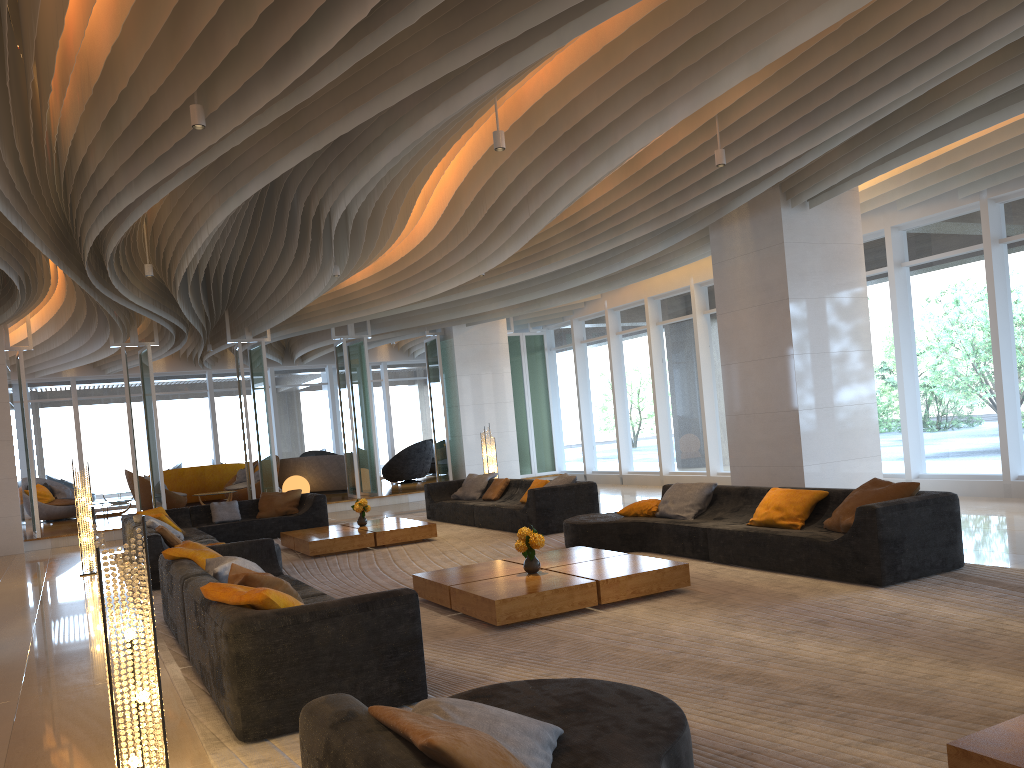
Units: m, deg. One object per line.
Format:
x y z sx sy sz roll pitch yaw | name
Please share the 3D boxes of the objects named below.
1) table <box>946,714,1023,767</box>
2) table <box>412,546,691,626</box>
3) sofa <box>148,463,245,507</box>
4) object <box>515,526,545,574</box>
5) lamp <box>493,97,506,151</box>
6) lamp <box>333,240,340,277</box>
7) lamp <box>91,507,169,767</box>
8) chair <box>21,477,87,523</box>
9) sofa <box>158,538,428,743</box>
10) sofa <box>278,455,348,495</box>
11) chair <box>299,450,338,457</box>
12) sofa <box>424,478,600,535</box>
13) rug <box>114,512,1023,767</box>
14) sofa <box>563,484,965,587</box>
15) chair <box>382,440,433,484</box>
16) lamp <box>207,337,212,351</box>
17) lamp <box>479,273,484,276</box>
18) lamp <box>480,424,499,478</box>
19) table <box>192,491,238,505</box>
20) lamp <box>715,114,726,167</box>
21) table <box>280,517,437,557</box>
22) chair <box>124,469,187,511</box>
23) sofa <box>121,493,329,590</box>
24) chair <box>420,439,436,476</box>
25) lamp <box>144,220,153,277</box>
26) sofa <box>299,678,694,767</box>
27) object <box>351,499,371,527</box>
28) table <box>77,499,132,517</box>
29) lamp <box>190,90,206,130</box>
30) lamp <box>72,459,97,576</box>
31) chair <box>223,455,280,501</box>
2.468 1.149 2.513 1.620 0.220 1.582 -4 -3 -27 | table
0.260 1.556 6.936 1.620 0.220 1.582 -4 -3 -27 | table
-7.302 2.355 20.581 2.598 0.901 1.094 -3 -2 -37 | sofa
0.138 1.260 6.771 0.237 0.377 0.265 -5 0 -5 | object
-0.162 -2.560 6.845 0.088 1.507 0.090 -5 1 36 | lamp
-2.338 -2.147 11.456 0.088 1.507 0.090 -5 1 18 | lamp
-1.507 1.075 3.515 0.253 1.198 0.247 -6 1 -27 | lamp
-10.029 2.492 19.355 1.127 1.005 1.530 -5 -2 16 | chair
-1.680 1.500 5.910 0.953 0.582 3.733 -4 -3 -27 | sofa
-4.419 2.087 20.433 2.535 0.901 1.122 -6 -2 22 | sofa
-4.650 2.150 22.438 1.540 1.006 1.120 -4 -2 -44 | chair
-0.128 1.668 12.482 0.953 0.582 3.733 -4 -3 -27 | sofa
0.129 1.695 7.224 5.579 0.022 16.031 -4 -3 -27 | rug
1.886 1.278 8.063 1.368 0.582 4.094 -4 -3 -28 | sofa
-2.555 1.933 21.870 1.120 1.005 1.539 -6 -2 36 | chair
-6.412 -1.441 18.610 0.090 1.507 0.088 -5 1 -18 | lamp
-0.498 -2.268 12.427 0.088 1.507 0.090 -5 1 18 | lamp
-0.359 1.374 14.793 0.253 1.451 0.247 -6 1 -27 | lamp
-6.339 2.484 18.946 1.064 0.318 0.830 -8 -3 44 | table
1.789 -2.689 7.870 0.090 1.507 0.088 -6 1 -36 | lamp
-2.011 1.976 11.485 1.620 0.220 1.582 -4 -3 -27 | table
-7.354 2.204 18.368 1.146 1.005 1.504 -5 -2 -19 | chair
-3.353 1.875 11.420 2.859 0.653 5.029 -4 -3 -27 | sofa
-2.074 2.028 24.813 1.529 1.006 1.128 -5 -1 -15 | chair
-4.329 -2.016 10.409 0.088 1.507 0.090 -5 1 18 | lamp
0.195 1.176 2.562 1.371 0.576 2.227 -4 -3 -27 | sofa
-1.978 1.682 11.677 0.235 0.377 0.266 -5 0 5 | object
-8.897 2.736 19.388 1.090 0.318 0.810 -4 -2 -21 | table
-2.122 -2.432 5.804 0.090 1.507 0.088 -6 1 -36 | lamp
-5.337 1.651 11.095 0.253 1.451 0.247 -6 1 -27 | lamp
-5.803 2.132 19.834 1.152 1.005 1.496 -4 -2 -39 | chair
